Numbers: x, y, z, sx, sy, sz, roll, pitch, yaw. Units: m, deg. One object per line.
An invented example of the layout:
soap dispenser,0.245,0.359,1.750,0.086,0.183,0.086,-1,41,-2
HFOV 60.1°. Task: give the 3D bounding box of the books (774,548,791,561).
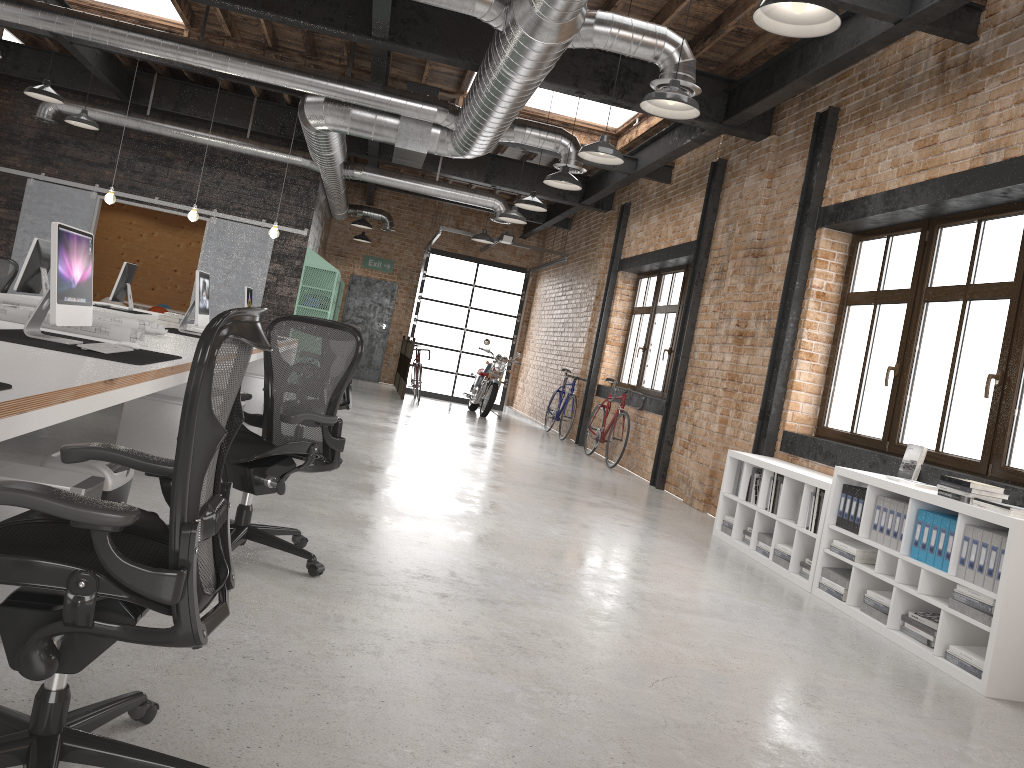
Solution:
books,1.908,1.152,5.916,0.206,0.067,0.276,11,2,-10

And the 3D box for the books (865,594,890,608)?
books,2.112,1.199,4.865,0.218,0.039,0.260,11,2,-10

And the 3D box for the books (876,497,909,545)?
books,2.197,0.790,4.996,0.231,0.261,0.062,11,-1,-10

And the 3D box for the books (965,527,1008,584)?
books,2.311,0.837,4.244,0.231,0.261,0.062,11,-1,-10

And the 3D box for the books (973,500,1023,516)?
books,2.360,0.596,4.212,0.187,0.014,0.248,11,2,-12

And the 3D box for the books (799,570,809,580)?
books,1.972,1.235,5.621,0.183,0.049,0.262,11,2,-9

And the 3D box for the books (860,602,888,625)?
books,2.098,1.275,4.879,0.216,0.072,0.290,11,2,-10

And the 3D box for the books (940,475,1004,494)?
books,2.329,0.509,4.488,0.190,0.028,0.240,11,2,-8

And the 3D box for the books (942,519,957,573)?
books,2.283,0.826,4.411,0.231,0.261,0.062,11,-1,-10

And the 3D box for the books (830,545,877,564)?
books,2.054,1.013,5.261,0.206,0.061,0.275,11,2,-10

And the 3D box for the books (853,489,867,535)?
books,2.153,0.774,5.224,0.231,0.261,0.062,11,-1,-10

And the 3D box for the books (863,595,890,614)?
books,2.103,1.224,4.872,0.206,0.067,0.276,11,2,-10

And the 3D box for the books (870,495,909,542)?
books,2.187,0.786,5.059,0.231,0.261,0.062,11,-1,-10

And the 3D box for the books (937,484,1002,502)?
books,2.315,0.555,4.486,0.191,0.023,0.242,11,2,-12

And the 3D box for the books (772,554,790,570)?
books,1.903,1.203,5.924,0.216,0.072,0.290,11,2,-10

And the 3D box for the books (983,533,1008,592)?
books,2.333,0.845,4.116,0.231,0.261,0.062,11,-1,-10

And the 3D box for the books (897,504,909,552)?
books,2.230,0.803,4.804,0.231,0.261,0.062,11,-1,-10

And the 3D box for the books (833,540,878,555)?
books,2.067,0.971,5.249,0.214,0.046,0.252,11,2,-10

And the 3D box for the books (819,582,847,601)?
books,2.000,1.246,5.303,0.206,0.061,0.275,11,2,-10

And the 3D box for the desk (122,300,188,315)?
desk,-5.857,-0.902,15.089,1.996,0.732,0.999,11,1,-9

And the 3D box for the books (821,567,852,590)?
books,2.021,1.168,5.312,0.216,0.078,0.291,11,2,-10

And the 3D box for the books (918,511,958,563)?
books,2.251,0.813,4.603,0.231,0.261,0.062,11,-1,-10

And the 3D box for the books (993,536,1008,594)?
books,2.343,0.849,4.051,0.231,0.261,0.062,11,-1,-10

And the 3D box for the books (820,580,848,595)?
books,2.010,1.222,5.296,0.218,0.034,0.260,11,2,-10

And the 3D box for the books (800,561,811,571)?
books,1.999,1.182,5.624,0.222,0.055,0.282,11,2,-9

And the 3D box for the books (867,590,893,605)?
books,2.116,1.182,4.861,0.214,0.052,0.252,11,2,-10

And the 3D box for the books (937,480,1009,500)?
books,2.329,0.535,4.479,0.211,0.023,0.259,11,2,-10

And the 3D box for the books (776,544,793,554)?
books,1.921,1.110,5.906,0.214,0.052,0.252,11,2,-10

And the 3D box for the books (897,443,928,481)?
books,2.423,0.477,5.364,0.065,0.224,0.161,11,0,-10

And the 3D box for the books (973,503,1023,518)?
books,2.357,0.610,4.208,0.187,0.014,0.253,11,2,-10

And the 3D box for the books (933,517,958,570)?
books,2.272,0.821,4.475,0.231,0.261,0.062,11,-1,-10

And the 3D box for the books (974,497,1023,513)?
books,2.370,0.585,4.211,0.202,0.012,0.251,11,2,-9

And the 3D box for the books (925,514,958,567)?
books,2.261,0.817,4.539,0.231,0.261,0.062,11,-1,-10

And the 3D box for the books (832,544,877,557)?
books,2.064,0.989,5.254,0.218,0.034,0.260,11,2,-10

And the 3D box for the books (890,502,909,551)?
books,2.219,0.798,4.869,0.231,0.261,0.062,11,-1,-10

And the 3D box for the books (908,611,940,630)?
books,2.200,1.222,4.555,0.198,0.055,0.240,11,2,-9

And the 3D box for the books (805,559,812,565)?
books,2.005,1.150,5.599,0.198,0.055,0.240,11,2,-9

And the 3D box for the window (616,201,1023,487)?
window,2.345,-0.486,8.389,0.147,1.691,8.649,11,2,-10

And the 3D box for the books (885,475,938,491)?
books,2.269,0.562,5.005,0.174,0.021,0.273,11,2,-10

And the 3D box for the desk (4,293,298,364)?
desk,-3.402,-0.218,8.219,2.308,0.770,5.119,11,2,-10

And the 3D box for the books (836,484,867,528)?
books,2.121,0.761,5.414,0.231,0.261,0.062,11,-1,-10

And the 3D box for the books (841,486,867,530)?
books,2.131,0.765,5.352,0.231,0.261,0.062,11,-1,-10

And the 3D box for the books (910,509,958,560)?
books,2.240,0.809,4.665,0.231,0.261,0.062,11,-1,-10

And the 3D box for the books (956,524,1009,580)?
books,2.301,0.833,4.306,0.231,0.261,0.062,11,-1,-10

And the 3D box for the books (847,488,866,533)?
books,2.142,0.770,5.288,0.231,0.261,0.062,11,-1,-10

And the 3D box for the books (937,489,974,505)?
books,2.318,0.584,4.478,0.191,0.032,0.259,11,2,-8

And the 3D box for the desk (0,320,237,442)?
desk,-2.552,0.112,3.172,2.308,0.770,5.119,11,2,-10

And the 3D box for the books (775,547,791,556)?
books,1.917,1.127,5.910,0.218,0.039,0.260,11,2,-10

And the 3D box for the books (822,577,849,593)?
books,2.013,1.204,5.292,0.214,0.046,0.252,11,2,-10

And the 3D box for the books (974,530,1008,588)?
books,2.322,0.841,4.180,0.231,0.261,0.062,11,-1,-10

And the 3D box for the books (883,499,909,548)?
books,2.208,0.794,4.932,0.231,0.261,0.062,11,-1,-10

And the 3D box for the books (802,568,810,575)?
books,1.972,1.206,5.607,0.163,0.047,0.239,11,2,-9
